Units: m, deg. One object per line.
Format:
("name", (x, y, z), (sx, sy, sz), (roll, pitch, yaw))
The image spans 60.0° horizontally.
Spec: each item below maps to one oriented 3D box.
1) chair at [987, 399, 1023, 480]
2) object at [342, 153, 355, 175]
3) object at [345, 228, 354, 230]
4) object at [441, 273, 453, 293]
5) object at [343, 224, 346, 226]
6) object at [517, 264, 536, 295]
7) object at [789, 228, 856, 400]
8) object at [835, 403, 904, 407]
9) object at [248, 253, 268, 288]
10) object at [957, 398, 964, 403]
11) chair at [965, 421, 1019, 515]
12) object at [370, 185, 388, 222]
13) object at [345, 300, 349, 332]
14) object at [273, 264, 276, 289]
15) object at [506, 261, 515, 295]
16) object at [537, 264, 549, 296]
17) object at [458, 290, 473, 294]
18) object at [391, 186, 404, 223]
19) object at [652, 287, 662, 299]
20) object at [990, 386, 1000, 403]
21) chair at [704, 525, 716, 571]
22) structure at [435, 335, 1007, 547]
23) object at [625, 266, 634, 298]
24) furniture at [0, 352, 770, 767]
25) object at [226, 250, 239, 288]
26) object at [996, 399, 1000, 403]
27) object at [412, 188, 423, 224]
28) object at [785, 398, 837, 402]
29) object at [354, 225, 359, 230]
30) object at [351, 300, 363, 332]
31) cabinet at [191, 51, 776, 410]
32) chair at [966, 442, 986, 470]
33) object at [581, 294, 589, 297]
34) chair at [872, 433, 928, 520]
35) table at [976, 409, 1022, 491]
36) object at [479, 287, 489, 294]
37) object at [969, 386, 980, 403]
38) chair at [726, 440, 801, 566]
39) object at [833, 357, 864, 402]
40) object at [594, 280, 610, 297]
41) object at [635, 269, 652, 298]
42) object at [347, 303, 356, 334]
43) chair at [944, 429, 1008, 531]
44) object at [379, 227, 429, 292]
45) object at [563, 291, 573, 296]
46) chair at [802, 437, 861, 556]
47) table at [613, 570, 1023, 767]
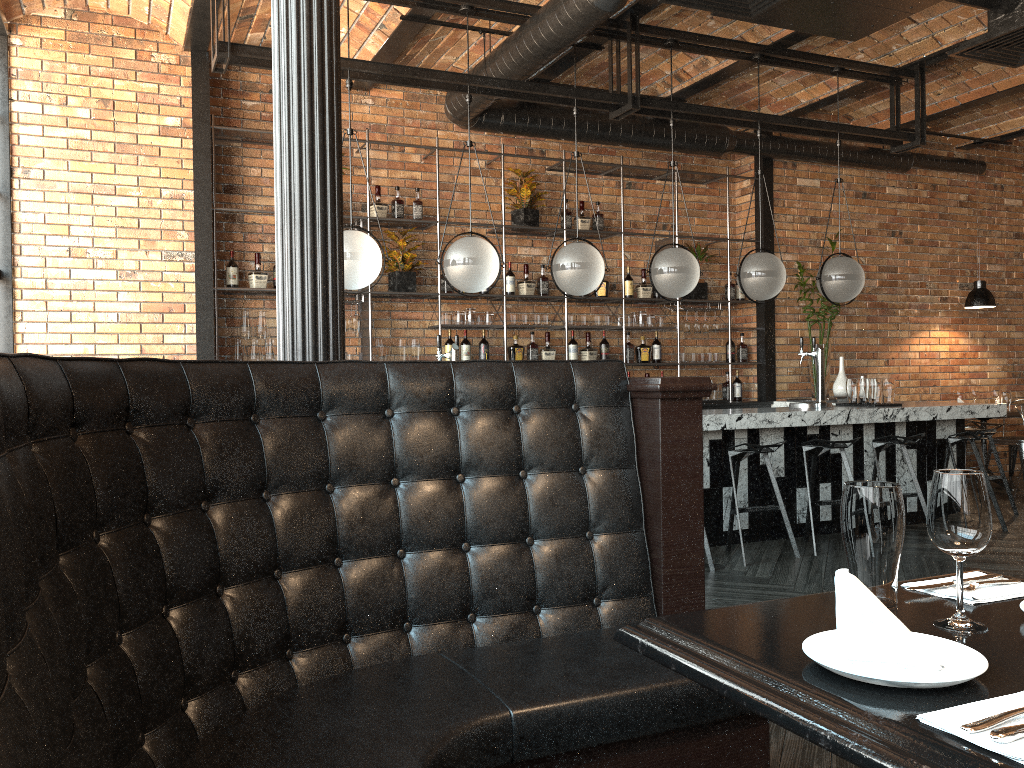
("chair", (5.198, 0.582, 9.077), (0.558, 0.857, 0.504), (-1, 1, -29))
("object", (-1.441, -1.554, 6.841), (0.377, 0.554, 0.422), (-1, 1, -36))
("object", (-1.271, -1.094, 6.969), (0.092, 0.244, 0.092), (-1, 0, -18))
("object", (-0.530, -0.862, 7.217), (0.083, 0.282, 0.083), (-1, 1, -39))
("object", (-1.299, -1.092, 6.776), (0.092, 0.244, 0.092), (-1, 0, -18))
("object", (0.122, -0.872, 7.492), (0.123, 0.279, 0.123), (-1, 1, -35))
("object", (2.839, -0.620, 8.107), (0.584, 1.546, 0.673), (-1, 0, 15))
("object", (2.729, 0.157, 6.796), (0.273, 0.019, 0.437), (-1, 0, -24))
("object", (-1.890, -0.834, 6.599), (0.123, 0.279, 0.123), (-1, 1, -35))
("object", (4.448, 0.204, 8.701), (0.232, 0.139, 0.232), (-1, 1, -30))
("chair", (3.762, 0.678, 7.207), (0.414, 0.737, 0.475), (-1, 0, -19))
("object", (-1.054, -1.423, 6.986), (0.123, 0.279, 0.123), (-1, 1, -35))
("object", (-1.290, -0.519, 6.781), (0.092, 0.244, 0.092), (-1, 0, -18))
("object", (-1.755, -0.848, 6.678), (0.086, 0.299, 0.086), (-1, 0, 25))
("object", (-0.016, -0.880, 7.454), (0.086, 0.298, 0.086), (-1, 0, 25))
("object", (0.264, -0.877, 7.569), (0.083, 0.282, 0.083), (-1, 0, -24))
("object", (-0.383, -0.847, 7.282), (0.151, 0.248, 0.094), (-1, 0, -20))
("object", (-0.909, -1.428, 7.049), (0.083, 0.282, 0.083), (-1, 1, -39))
("object", (1.315, -0.905, 8.039), (0.086, 0.297, 0.086), (-1, 0, 25))
("object", (4.711, 0.141, 8.637), (0.092, 0.244, 0.092), (-1, 0, -18))
("chair", (0.919, 0.736, 5.360), (0.475, 0.737, 0.414), (-1, 0, -14))
("structure", (0.958, 0.380, 6.590), (5.346, 1.430, 1.930), (-1, 0, -24))
("object", (1.042, -0.899, 7.921), (0.086, 0.299, 0.086), (-1, 0, 25))
("furniture", (0.579, 0.546, 0.000), (1.979, 1.212, 5.451), (-1, 0, -24))
("object", (-2.072, -0.842, 6.568), (0.086, 0.298, 0.086), (-1, 0, 25))
("object", (4.857, 0.196, 8.876), (0.232, 0.139, 0.232), (-1, 0, 8))
("object", (-0.757, -1.431, 7.116), (0.083, 0.282, 0.083), (-1, 0, -9))
("object", (2.828, 0.148, 8.134), (0.622, 0.014, 0.622), (-1, 1, 39))
("object", (-1.204, -1.093, 6.818), (0.092, 0.244, 0.092), (-1, 0, -18))
("object", (-1.196, -0.521, 6.823), (0.092, 0.244, 0.092), (-1, 0, -18))
("cabinet", (-0.768, -0.709, 7.069), (7.075, 3.779, 0.564), (-1, 0, -24))
("chair", (4.221, 0.600, 8.583), (0.558, 0.857, 0.504), (-1, 0, -24))
("object", (0.626, -0.893, 7.764), (0.086, 0.298, 0.086), (-1, 0, 25))
("chair", (2.604, 0.704, 6.108), (0.475, 0.737, 0.414), (-1, 1, -29))
("table", (4.672, 0.642, 8.780), (0.872, 0.758, 0.872), (-1, 0, -24))
("object", (-0.232, -0.875, 7.364), (0.086, 0.298, 0.086), (-1, 0, 25))
("object", (4.635, 0.141, 8.889), (0.092, 0.244, 0.092), (-1, 0, -18))
("chair", (1.505, 0.725, 5.620), (0.475, 0.737, 0.414), (-1, 1, -29))
("object", (2.979, -0.041, 7.771), (0.316, 0.397, 0.319), (-1, 0, 25))
("object", (0.786, -0.869, 7.800), (0.151, 0.248, 0.094), (-1, 0, 5))
("object", (1.184, -0.892, 7.963), (0.123, 0.279, 0.123), (-1, 0, -15))
("object", (-1.262, -0.521, 6.973), (0.092, 0.244, 0.092), (-1, 0, -18))
("chair", (3.247, 0.692, 6.393), (0.475, 0.737, 0.414), (-1, 1, -34))
("object", (-0.871, -0.976, 7.036), (0.430, 0.526, 0.425), (-1, 0, -12))
("object", (0.487, -0.890, 7.672), (0.086, 0.299, 0.086), (-1, 0, 25))
("chair", (2.071, 0.714, 5.871), (0.475, 0.737, 0.414), (-1, 0, -19))
("table", (0.751, 0.761, 1.282), (0.872, 0.758, 0.872), (-1, 0, -24))
